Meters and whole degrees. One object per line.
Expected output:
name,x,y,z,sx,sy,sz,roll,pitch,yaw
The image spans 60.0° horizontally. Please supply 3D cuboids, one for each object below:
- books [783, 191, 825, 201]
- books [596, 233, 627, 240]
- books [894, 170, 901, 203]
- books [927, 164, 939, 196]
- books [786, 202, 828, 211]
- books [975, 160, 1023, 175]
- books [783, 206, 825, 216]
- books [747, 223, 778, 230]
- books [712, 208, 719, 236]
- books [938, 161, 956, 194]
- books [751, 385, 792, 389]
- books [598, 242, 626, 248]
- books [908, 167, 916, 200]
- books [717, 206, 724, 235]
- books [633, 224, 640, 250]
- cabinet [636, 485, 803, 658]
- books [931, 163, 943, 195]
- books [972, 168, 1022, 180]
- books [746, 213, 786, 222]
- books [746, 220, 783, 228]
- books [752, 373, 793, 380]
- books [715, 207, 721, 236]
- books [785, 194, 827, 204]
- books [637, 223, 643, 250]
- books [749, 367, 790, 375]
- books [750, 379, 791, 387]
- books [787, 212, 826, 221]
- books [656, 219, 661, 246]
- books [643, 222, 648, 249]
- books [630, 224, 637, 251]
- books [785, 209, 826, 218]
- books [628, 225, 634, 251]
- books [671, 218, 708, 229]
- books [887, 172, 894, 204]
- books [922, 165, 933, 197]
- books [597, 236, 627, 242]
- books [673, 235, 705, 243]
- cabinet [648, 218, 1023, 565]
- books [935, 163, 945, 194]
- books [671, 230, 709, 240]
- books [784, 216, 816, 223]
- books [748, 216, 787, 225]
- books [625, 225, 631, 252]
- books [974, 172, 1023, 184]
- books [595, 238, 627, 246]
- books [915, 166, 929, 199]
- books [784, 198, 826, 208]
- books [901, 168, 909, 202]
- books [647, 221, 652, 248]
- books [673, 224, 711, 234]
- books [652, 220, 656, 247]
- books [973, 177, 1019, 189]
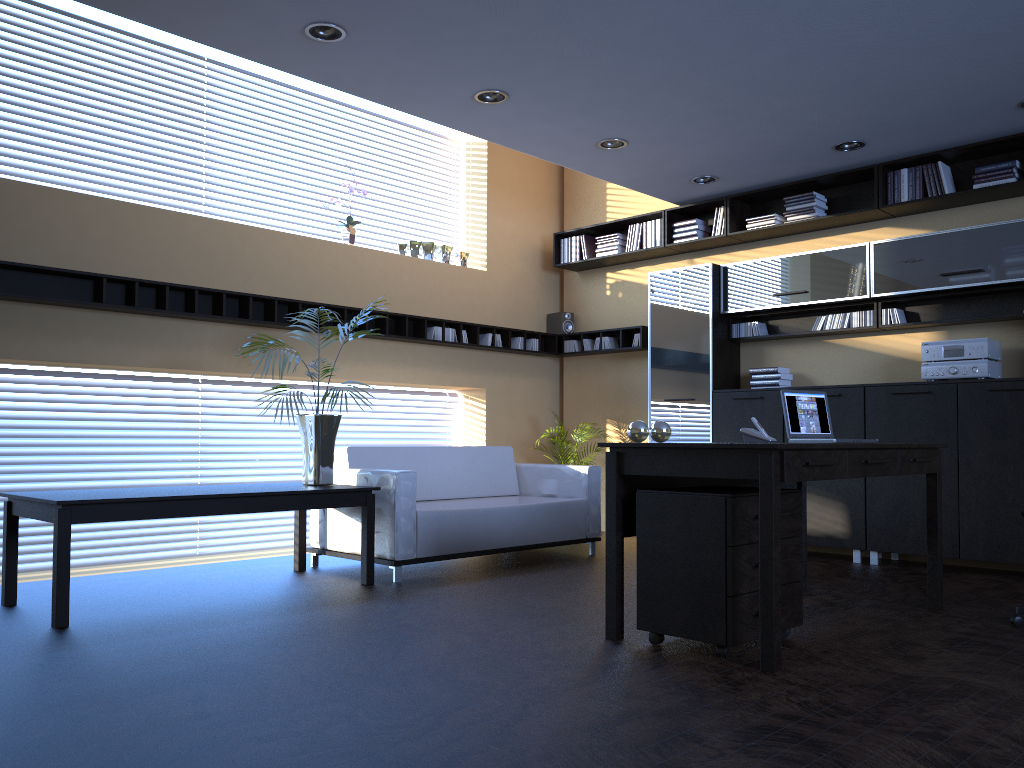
books,2.368,-1.506,7.191,0.258,0.028,0.207,-3,-5,44
books,0.974,-1.411,8.568,0.258,0.028,0.207,-3,-5,44
books,2.926,-1.451,6.651,0.050,0.258,0.207,-2,-3,45
books,3.103,-1.462,6.472,0.075,0.259,0.207,-2,-3,45
books,2.389,-1.421,7.181,0.258,0.028,0.207,-3,-5,44
books,3.398,-1.489,6.172,0.258,0.050,0.207,-3,-5,44
books,2.374,-1.390,7.207,0.258,0.028,0.207,-3,-5,44
books,2.132,-1.294,7.401,0.207,0.028,0.258,4,-5,-45
books,1.821,-1.388,7.730,0.075,0.259,0.207,-2,-3,44
books,3.149,-1.466,6.408,0.072,0.257,0.207,-2,-3,44
books,2.149,0.046,7.344,0.207,0.050,0.258,4,-5,-45
books,0.992,-1.327,8.555,0.258,0.028,0.207,-3,-5,44
books,3.001,-1.455,6.579,0.050,0.258,0.207,-2,-3,44
books,1.859,-1.391,7.679,0.075,0.259,0.207,-2,-3,44
books,1.220,-1.354,8.307,0.075,0.259,0.207,-2,-3,44
cabinet,0.953,0.816,3.988,0.500,0.679,0.635,-2,-4,44
books,3.124,-1.461,6.446,0.072,0.257,0.207,-2,-3,45
books,3.388,-1.447,6.191,0.258,0.031,0.207,-3,-5,44
books,2.128,-1.377,7.428,0.258,0.028,0.207,-3,-5,44
books,2.126,-1.322,7.411,0.207,0.028,0.258,4,-5,-45
books,2.161,-0.055,7.356,0.258,0.050,0.207,-3,-5,45
books,1.846,-1.389,7.711,0.075,0.259,0.207,-2,-3,44
books,2.381,-1.479,7.173,0.258,0.028,0.207,-3,-5,44
books,1.253,-1.355,8.295,0.075,0.259,0.207,-2,-3,44
books,2.138,-0.106,7.366,0.258,0.050,0.207,-3,-5,44
books,2.145,-0.005,7.357,0.258,0.050,0.207,-3,-5,45
books,2.394,-1.336,7.168,0.258,0.028,0.207,-3,-5,45
books,1.399,-1.365,8.129,0.050,0.258,0.207,-2,-3,44
books,1.293,-1.358,8.243,0.207,0.258,0.050,3,-3,-45
books,1.197,-1.353,8.328,0.075,0.259,0.207,-2,-3,45
books,2.379,-1.363,7.182,0.258,0.028,0.207,-3,-5,44
books,1.175,-1.352,8.351,0.075,0.259,0.207,-2,-3,44
books,1.593,-1.424,7.951,0.258,0.050,0.207,-3,-5,44
books,2.889,-1.449,6.687,0.050,0.258,0.207,-2,-3,45
books,3.081,-1.460,6.494,0.207,0.259,0.075,3,-3,-45
books,0.990,-1.384,8.553,0.258,0.028,0.207,-3,-5,44
books,1.606,-1.271,7.931,0.258,0.050,0.207,-3,-5,44
cabinet,2.749,0.134,6.682,3.878,2.396,0.491,-3,-4,44
books,3.150,-1.463,6.442,0.072,0.257,0.207,-2,-3,45
books,1.595,-1.323,7.936,0.258,0.050,0.207,-3,-5,44
books,2.372,-1.307,7.175,0.258,0.028,0.207,-3,-5,44
books,2.139,-1.350,7.408,0.258,0.028,0.207,-3,-5,44
books,1.157,-1.350,8.378,0.075,0.259,0.207,-2,-3,44
books,3.397,-1.416,6.181,0.258,0.031,0.207,-3,-5,44
books,0.970,-1.356,8.549,0.258,0.028,0.207,-3,-5,45
books,3.036,-1.458,6.541,0.050,0.258,0.207,-2,-3,45
books,2.374,-1.450,7.182,0.258,0.028,0.207,-3,-5,44
books,2.959,-1.454,6.611,0.050,0.258,0.207,-2,-3,45
books,1.330,-1.360,8.207,0.050,0.258,0.207,-2,-3,44
books,1.611,-1.373,7.937,0.258,0.050,0.207,-3,-5,44
books,1.362,-1.363,8.165,0.207,0.258,0.050,3,-3,-45
books,3.394,-1.373,6.192,0.258,0.050,0.207,-3,-5,44
